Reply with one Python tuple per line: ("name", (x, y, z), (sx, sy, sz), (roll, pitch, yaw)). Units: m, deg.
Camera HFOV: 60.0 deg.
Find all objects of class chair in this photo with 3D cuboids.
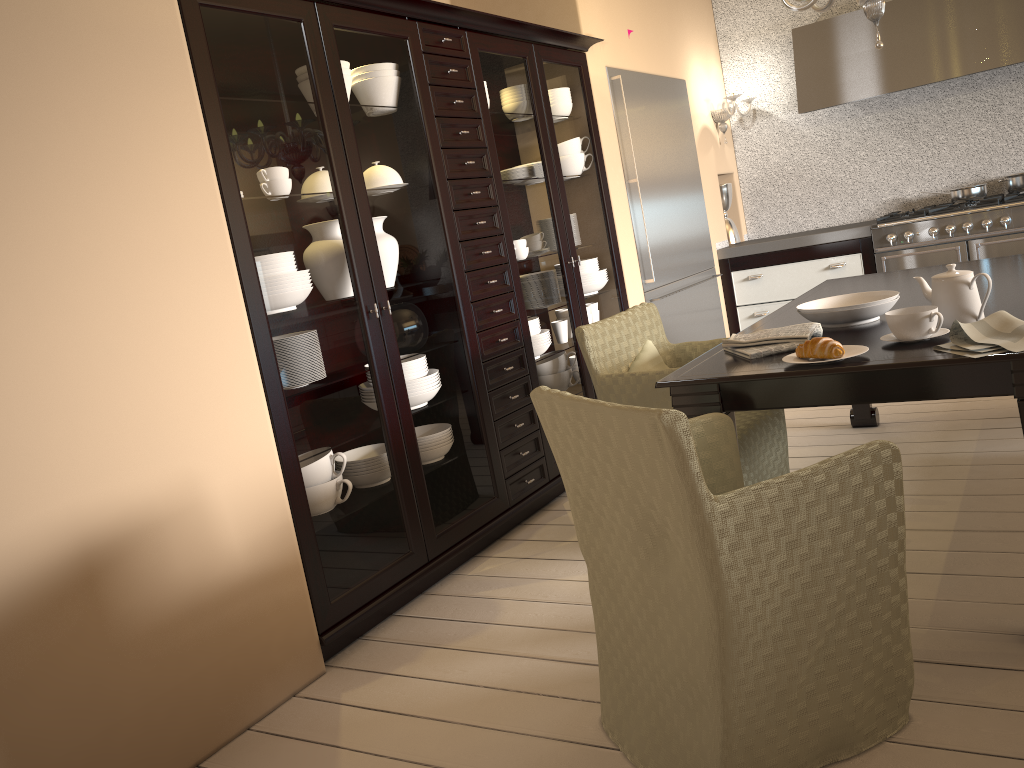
("chair", (0.439, 0.354, 1.801), (0.563, 0.797, 0.564), (-13, 8, -21))
("chair", (0.626, 0.122, 3.056), (0.560, 0.797, 0.567), (-5, 10, 39))

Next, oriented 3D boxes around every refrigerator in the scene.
("refrigerator", (0.640, -0.810, 5.058), (0.740, 1.727, 1.110), (-6, 9, 33))

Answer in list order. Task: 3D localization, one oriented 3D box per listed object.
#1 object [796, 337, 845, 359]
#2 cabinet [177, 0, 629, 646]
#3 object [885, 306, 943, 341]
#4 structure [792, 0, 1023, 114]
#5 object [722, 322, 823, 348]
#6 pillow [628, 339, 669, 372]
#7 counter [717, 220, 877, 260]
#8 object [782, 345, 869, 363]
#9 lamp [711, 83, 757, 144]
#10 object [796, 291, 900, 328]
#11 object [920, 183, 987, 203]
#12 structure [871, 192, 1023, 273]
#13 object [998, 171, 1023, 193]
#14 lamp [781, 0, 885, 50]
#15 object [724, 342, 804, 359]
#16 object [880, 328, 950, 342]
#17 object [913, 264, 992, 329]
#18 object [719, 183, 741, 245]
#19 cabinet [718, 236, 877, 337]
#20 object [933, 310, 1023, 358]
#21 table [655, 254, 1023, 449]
("object", (0.725, -0.085, 2.081), (0.062, 0.051, 0.138), (-17, 11, -38))
("cabinet", (-0.402, -0.417, 3.491), (0.886, 1.832, 2.505), (-6, 9, 33))
("object", (0.967, -0.143, 2.127), (0.124, 0.069, 0.117), (-7, 9, 26))
("structure", (2.463, -1.959, 4.968), (1.659, 0.508, 0.483), (-5, 9, 33))
("object", (0.709, -0.124, 2.411), (0.232, 0.051, 0.165), (-5, 10, 32))
("pillow", (0.526, -0.002, 3.115), (0.191, 0.293, 0.443), (-6, 9, 32))
("counter", (1.791, -0.894, 5.459), (0.894, 0.062, 0.604), (-5, 10, 32))
("object", (0.739, -0.065, 2.090), (0.194, 0.014, 0.195), (-9, 9, 9))
("lamp", (1.386, -1.701, 5.607), (0.268, 0.339, 0.482), (-6, 9, 31))
("object", (0.978, -0.212, 2.578), (0.281, 0.065, 0.283), (-6, 10, 27))
("object", (2.575, -1.101, 5.130), (0.198, 0.090, 0.371), (-13, 9, -15))
("structure", (2.596, -0.620, 4.963), (0.927, 0.801, 0.710), (-6, 9, 33))
("object", (2.862, -1.144, 4.882), (0.266, 0.145, 0.266), (-12, 8, -9))
("lamp", (1.131, -1.669, 2.906), (0.704, 1.123, 0.675), (-17, 9, -38))
("object", (0.684, -0.102, 2.391), (0.164, 0.026, 0.233), (-11, 9, -2))
("object", (0.969, -0.113, 2.132), (0.154, 0.012, 0.154), (-12, 9, -6))
("object", (1.094, -0.221, 2.203), (0.197, 0.155, 0.119), (-4, 10, 39))
("object", (1.390, -1.107, 5.808), (0.155, 0.392, 0.156), (-8, 8, 21))
("cabinet", (1.857, -0.508, 5.493), (0.894, 0.721, 0.641), (-6, 9, 33))
("object", (1.034, -0.113, 1.888), (0.205, 0.063, 0.197), (-11, 9, -5))
("table", (1.308, 0.055, 2.828), (0.917, 0.650, 2.004), (-5, 10, 33))
